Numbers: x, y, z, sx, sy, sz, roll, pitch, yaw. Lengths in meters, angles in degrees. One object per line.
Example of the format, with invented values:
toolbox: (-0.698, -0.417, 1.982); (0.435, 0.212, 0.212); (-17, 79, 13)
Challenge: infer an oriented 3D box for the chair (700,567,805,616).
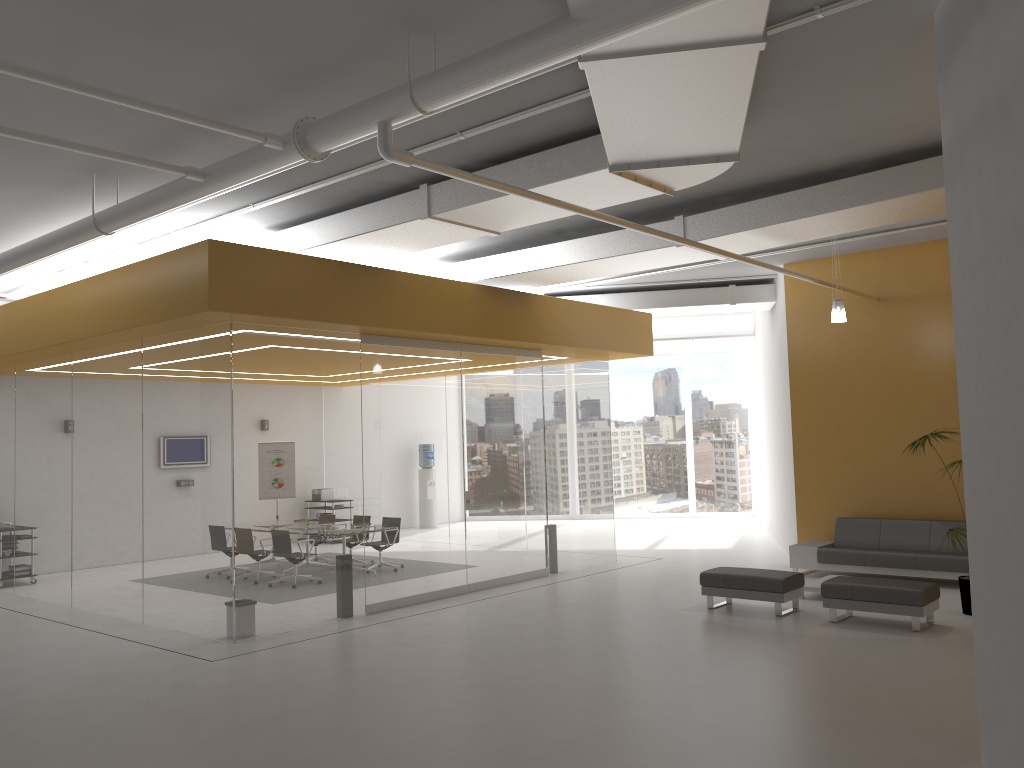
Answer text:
chair: (2.693, 2.310, 9.951); (1.012, 0.423, 0.575); (-5, -5, 40)

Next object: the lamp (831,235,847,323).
lamp: (3.932, -1.361, 10.755); (0.174, 1.227, 0.174); (-1, -4, -8)

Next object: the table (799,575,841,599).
table: (4.085, 2.442, 10.525); (1.000, 0.150, 1.000); (-5, -5, 40)

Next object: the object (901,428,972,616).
object: (4.744, 1.443, 9.417); (0.912, 1.956, 1.222); (-1, -4, -9)

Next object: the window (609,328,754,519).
window: (2.875, 1.031, 21.686); (8.533, 4.498, 0.100); (-2, -4, 11)

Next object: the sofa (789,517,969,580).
sofa: (4.939, 2.182, 11.627); (2.400, 0.761, 0.860); (-5, -5, 40)

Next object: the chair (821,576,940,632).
chair: (3.745, 2.217, 9.020); (1.012, 0.423, 0.575); (-5, -5, 40)

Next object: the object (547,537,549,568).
object: (0.567, 2.444, 13.157); (0.124, 0.706, 0.152); (-4, -5, 35)
